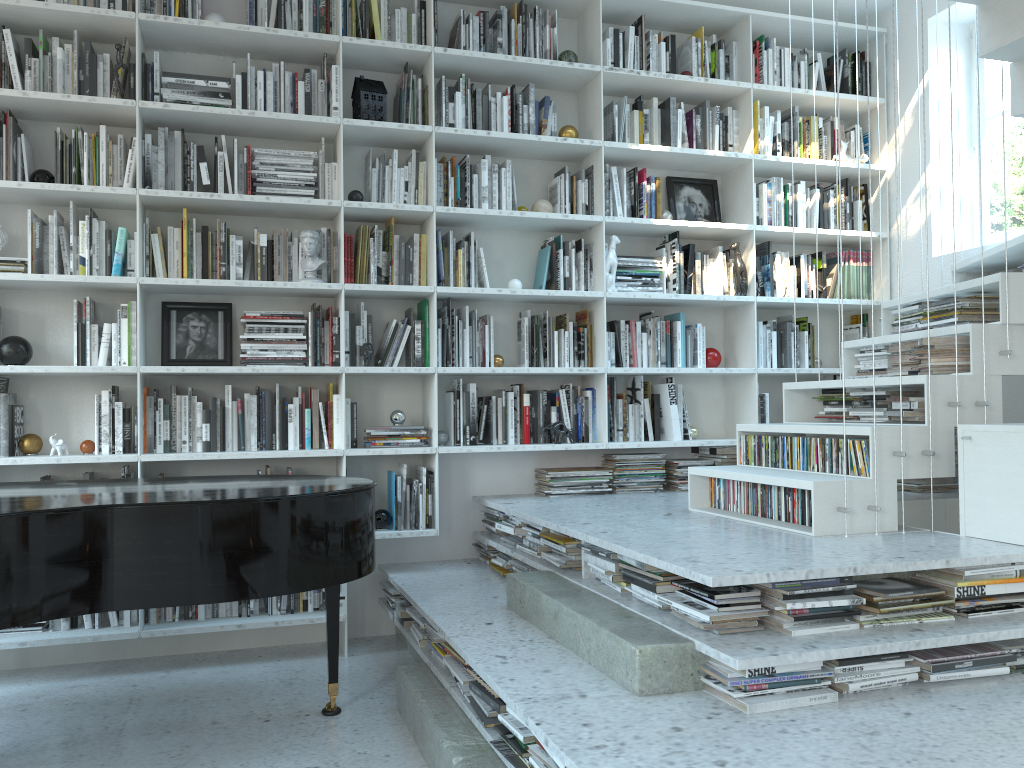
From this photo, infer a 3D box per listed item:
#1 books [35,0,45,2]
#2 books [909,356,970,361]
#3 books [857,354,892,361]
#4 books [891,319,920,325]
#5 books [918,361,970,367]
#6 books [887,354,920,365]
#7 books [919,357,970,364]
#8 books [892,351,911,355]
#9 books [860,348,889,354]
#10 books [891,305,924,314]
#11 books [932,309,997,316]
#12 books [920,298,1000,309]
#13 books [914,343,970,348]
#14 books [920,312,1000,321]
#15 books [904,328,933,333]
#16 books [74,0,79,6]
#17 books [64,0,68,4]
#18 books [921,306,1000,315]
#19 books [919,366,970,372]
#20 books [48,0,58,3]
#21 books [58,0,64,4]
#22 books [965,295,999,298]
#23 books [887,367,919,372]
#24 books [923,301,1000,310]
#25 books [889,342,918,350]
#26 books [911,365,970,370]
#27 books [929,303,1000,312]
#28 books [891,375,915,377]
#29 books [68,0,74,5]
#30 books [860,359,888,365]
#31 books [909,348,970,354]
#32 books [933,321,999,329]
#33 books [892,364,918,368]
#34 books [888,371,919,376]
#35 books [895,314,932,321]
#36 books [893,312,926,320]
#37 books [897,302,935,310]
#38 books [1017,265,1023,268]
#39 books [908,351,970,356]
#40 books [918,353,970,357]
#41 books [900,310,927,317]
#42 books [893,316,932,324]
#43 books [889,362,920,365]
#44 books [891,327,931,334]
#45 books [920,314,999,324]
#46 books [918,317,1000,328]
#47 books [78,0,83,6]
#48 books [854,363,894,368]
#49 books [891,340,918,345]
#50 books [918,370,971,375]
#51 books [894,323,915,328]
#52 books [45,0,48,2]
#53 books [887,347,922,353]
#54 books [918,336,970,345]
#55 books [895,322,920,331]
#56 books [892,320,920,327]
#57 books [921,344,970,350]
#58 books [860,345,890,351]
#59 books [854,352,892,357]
[{"bbox_3d":[-1.994,-1.672,3.755,0.052,0.273,0.172,0,-1,-18],"label":"books"},{"bbox_3d":[1.637,-0.097,3.271,0.295,0.006,0.146,-1,-2,17],"label":"books"},{"bbox_3d":[1.630,-0.114,3.818,0.149,0.017,0.240,0,-2,-20],"label":"books"},{"bbox_3d":[1.798,-0.270,3.847,0.170,0.006,0.268,-1,-2,-7],"label":"books"},{"bbox_3d":[1.640,-0.073,3.284,0.222,0.011,0.180,-1,-2,14],"label":"books"},{"bbox_3d":[1.637,-0.101,3.522,0.178,0.035,0.222,0,-2,-13],"label":"books"},{"bbox_3d":[1.637,-0.086,3.271,0.214,0.014,0.138,-1,-2,10],"label":"books"},{"bbox_3d":[1.629,-0.123,3.554,0.159,0.012,0.129,-1,-2,-3],"label":"books"},{"bbox_3d":[1.625,-0.140,3.817,0.157,0.014,0.180,0,-2,-22],"label":"books"},{"bbox_3d":[1.795,-0.323,3.848,0.190,0.015,0.230,-1,-2,-4],"label":"books"},{"bbox_3d":[1.807,-0.282,3.552,0.154,0.014,0.196,-1,-2,-5],"label":"books"},{"bbox_3d":[1.791,-0.322,3.550,0.191,0.013,0.243,-1,-2,-7],"label":"books"},{"bbox_3d":[1.637,-0.144,3.274,0.254,0.005,0.161,-1,-2,15],"label":"books"},{"bbox_3d":[1.796,-0.271,3.550,0.187,0.009,0.261,0,-2,-8],"label":"books"},{"bbox_3d":[1.812,-0.224,3.847,0.149,0.014,0.228,-1,-2,-6],"label":"books"},{"bbox_3d":[-1.852,-1.669,3.796,0.014,0.266,0.192,0,-1,-18],"label":"books"},{"bbox_3d":[-1.899,-1.670,3.801,0.014,0.269,0.156,0,-1,-18],"label":"books"},{"bbox_3d":[1.796,-0.293,3.550,0.176,0.007,0.254,0,-2,-10],"label":"books"},{"bbox_3d":[1.641,-0.054,3.286,0.215,0.013,0.189,-1,-2,15],"label":"books"},{"bbox_3d":[-1.942,-1.630,3.776,0.031,0.190,0.181,0,-1,-18],"label":"books"},{"bbox_3d":[-1.918,-1.653,3.794,0.026,0.235,0.134,0,-1,-18],"label":"books"},{"bbox_3d":[1.819,-0.332,3.554,0.134,0.007,0.298,0,-2,-9],"label":"books"},{"bbox_3d":[1.635,-0.058,3.534,0.200,0.014,0.177,0,-2,-13],"label":"books"},{"bbox_3d":[1.800,-0.312,3.551,0.174,0.009,0.240,0,-2,-9],"label":"books"},{"bbox_3d":[1.633,-0.151,3.537,0.166,0.017,0.190,0,-2,-15],"label":"books"},{"bbox_3d":[1.644,-0.064,3.297,0.254,0.007,0.189,-1,-2,10],"label":"books"},{"bbox_3d":[1.810,-0.302,3.552,0.144,0.011,0.257,0,-2,-11],"label":"books"},{"bbox_3d":[1.629,-0.031,3.558,0.162,0.007,0.132,0,-2,-9],"label":"books"},{"bbox_3d":[-1.881,-1.642,3.815,0.029,0.213,0.141,0,-1,-18],"label":"books"},{"bbox_3d":[1.636,-0.097,3.820,0.143,0.019,0.230,0,-2,-19],"label":"books"},{"bbox_3d":[1.636,-0.122,3.272,0.295,0.007,0.146,-1,-2,17],"label":"books"},{"bbox_3d":[1.818,-0.232,3.552,0.130,0.014,0.249,-1,-2,-5],"label":"books"},{"bbox_3d":[1.631,-0.071,3.550,0.139,0.013,0.155,0,-2,-16],"label":"books"},{"bbox_3d":[1.628,-0.042,3.563,0.184,0.016,0.128,0,-2,-10],"label":"books"},{"bbox_3d":[1.801,-0.289,3.848,0.162,0.008,0.290,-1,-2,1],"label":"books"},{"bbox_3d":[1.800,-0.295,3.848,0.168,0.005,0.292,-1,-2,0],"label":"books"},{"bbox_3d":[1.805,-0.337,3.849,0.165,0.014,0.236,-1,-2,-1],"label":"books"},{"bbox_3d":[2.146,-0.483,3.471,0.192,0.006,0.299,-1,-2,7],"label":"books"},{"bbox_3d":[1.636,-0.115,3.272,0.295,0.007,0.146,-1,-2,13],"label":"books"},{"bbox_3d":[1.640,-0.105,3.286,0.231,0.011,0.171,-1,-2,19],"label":"books"},{"bbox_3d":[1.821,-0.307,3.849,0.136,0.017,0.298,-1,-2,-2],"label":"books"},{"bbox_3d":[1.799,-0.279,3.848,0.171,0.011,0.232,-1,-2,-7],"label":"books"},{"bbox_3d":[1.637,-0.080,3.526,0.188,0.005,0.181,0,-2,-18],"label":"books"},{"bbox_3d":[1.800,-0.235,3.847,0.176,0.009,0.275,-1,-2,-5],"label":"books"},{"bbox_3d":[1.788,-0.259,3.549,0.191,0.014,0.244,-1,-2,-5],"label":"books"},{"bbox_3d":[1.789,-0.245,3.548,0.182,0.013,0.287,-1,-2,-4],"label":"books"},{"bbox_3d":[-1.837,-1.650,3.808,0.021,0.228,0.161,0,-1,-18],"label":"books"},{"bbox_3d":[1.634,-0.081,3.819,0.145,0.012,0.297,0,-2,-19],"label":"books"},{"bbox_3d":[1.632,-0.163,3.542,0.155,0.009,0.155,0,-2,-18],"label":"books"},{"bbox_3d":[1.643,-0.042,3.292,0.206,0.012,0.183,-1,-2,10],"label":"books"},{"bbox_3d":[1.809,-0.259,3.848,0.152,0.005,0.293,-1,-2,-6],"label":"books"},{"bbox_3d":[-1.967,-1.693,3.778,0.014,0.315,0.166,0,-1,-18],"label":"books"},{"bbox_3d":[1.634,-0.136,3.535,0.218,0.012,0.156,-1,-2,-1],"label":"books"},{"bbox_3d":[1.638,-0.158,3.282,0.234,0.025,0.157,-1,-2,20],"label":"books"},{"bbox_3d":[1.801,-0.248,3.847,0.166,0.018,0.264,-1,-2,1],"label":"books"},{"bbox_3d":[1.800,-0.264,3.847,0.184,0.006,0.262,-1,-2,-3],"label":"books"},{"bbox_3d":[1.641,-0.133,3.289,0.184,0.016,0.179,-1,-2,11],"label":"books"},{"bbox_3d":[1.627,-0.155,3.818,0.157,0.014,0.180,0,-2,-20],"label":"books"},{"bbox_3d":[1.615,-0.128,3.814,0.173,0.011,0.203,0,-2,-23],"label":"books"}]
